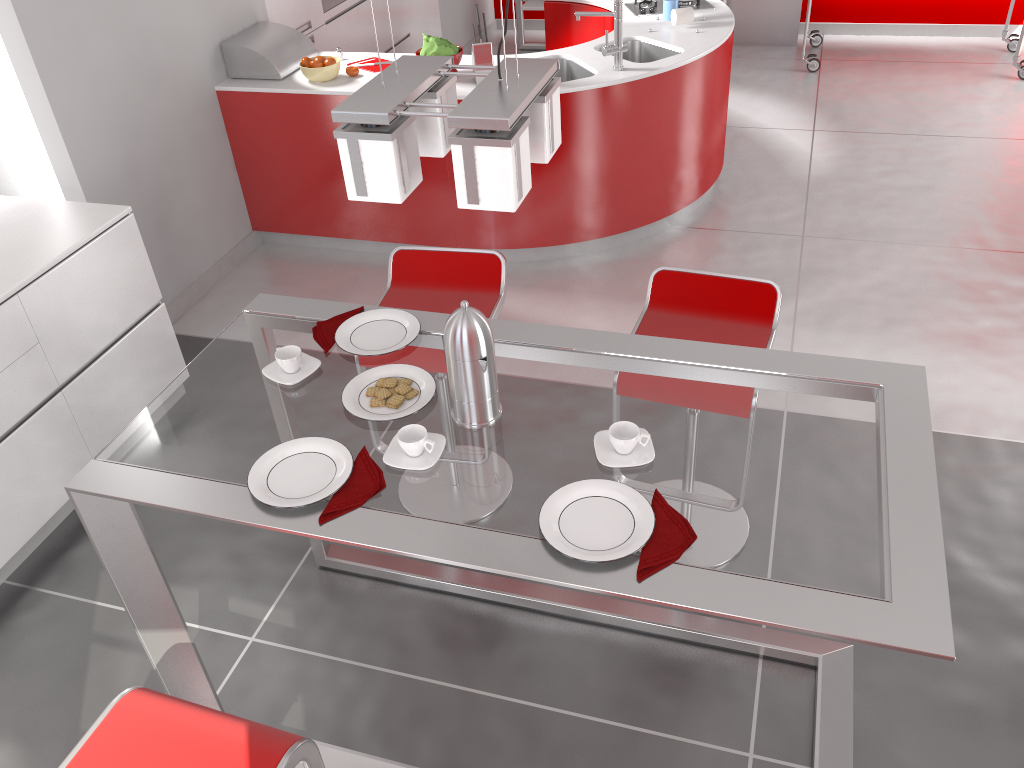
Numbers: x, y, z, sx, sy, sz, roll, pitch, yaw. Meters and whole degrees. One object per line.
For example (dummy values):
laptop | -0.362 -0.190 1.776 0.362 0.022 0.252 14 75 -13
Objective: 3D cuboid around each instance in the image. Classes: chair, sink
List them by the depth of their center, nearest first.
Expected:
chair | -0.616 0.975 1.741 0.418 0.857 0.460 9 38 18
chair | 0.567 0.121 2.769 0.418 0.857 0.460 11 39 20
chair | -0.228 0.014 3.003 0.418 0.857 0.460 4 37 12
sink | 0.211 -1.436 4.340 0.326 0.172 0.428 -16 38 -15
sink | 0.640 -1.594 4.506 0.326 0.172 0.428 -24 41 -25

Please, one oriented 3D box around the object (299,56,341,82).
object | -0.938 -1.543 4.365 0.201 0.086 0.201 8 38 17

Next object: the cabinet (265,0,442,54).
cabinet | -1.244 -2.676 5.784 0.614 2.026 2.398 7 38 16

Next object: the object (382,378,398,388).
object | -0.281 -0.003 2.046 0.034 0.006 0.036 0 37 7

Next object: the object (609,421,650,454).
object | 0.233 0.116 1.795 0.078 0.049 0.062 24 45 33

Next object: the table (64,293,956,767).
table | 0.029 0.489 2.208 1.700 1.000 0.800 7 38 16

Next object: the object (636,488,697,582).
object | 0.289 0.276 1.614 0.095 0.012 0.234 7 38 15

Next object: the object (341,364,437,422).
object | -0.279 0.022 2.019 0.217 0.015 0.217 -26 41 -26

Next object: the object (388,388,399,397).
object | -0.271 0.018 2.027 0.036 0.006 0.034 20 43 29

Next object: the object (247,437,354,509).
object | -0.432 0.183 1.818 0.217 0.015 0.217 -7 36 -4

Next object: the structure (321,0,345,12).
structure | -1.044 -2.626 5.349 0.050 0.589 0.599 7 38 16

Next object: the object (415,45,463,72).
object | -0.344 -1.543 4.270 0.229 0.118 0.228 -10 37 -7

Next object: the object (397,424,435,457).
object | -0.200 0.125 1.831 0.062 0.049 0.078 -24 40 -24

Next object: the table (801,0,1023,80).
table | 2.947 -2.709 6.497 1.627 0.682 0.749 8 38 17

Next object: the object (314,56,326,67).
object | -0.950 -1.595 4.387 0.066 0.049 0.062 5 37 13

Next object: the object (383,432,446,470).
object | -0.202 0.141 1.850 0.119 0.016 0.119 6 38 14

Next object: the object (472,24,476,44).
object | -0.167 -1.559 4.110 0.009 0.197 0.091 -10 37 -7

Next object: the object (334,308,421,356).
object | -0.336 -0.127 2.228 0.217 0.015 0.217 -26 41 -27

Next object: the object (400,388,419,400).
object | -0.232 0.021 2.017 0.034 0.006 0.036 23 44 32

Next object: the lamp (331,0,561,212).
lamp | -0.128 -0.795 1.285 0.304 1.025 0.304 7 38 16

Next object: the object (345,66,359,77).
object | -0.789 -1.544 4.383 0.065 0.047 0.063 7 38 16

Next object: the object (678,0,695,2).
object | 0.985 -2.270 4.990 0.189 0.185 0.218 -15 38 -14

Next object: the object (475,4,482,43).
object | -0.144 -1.579 4.112 0.014 0.322 0.150 -10 37 -7

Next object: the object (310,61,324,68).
object | -0.955 -1.559 4.337 0.065 0.052 0.062 -2 36 4

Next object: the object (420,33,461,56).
object | -0.337 -1.586 4.236 0.198 0.182 0.193 11 39 20

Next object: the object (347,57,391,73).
object | -0.700 -1.626 4.517 0.266 0.006 0.168 27 47 36

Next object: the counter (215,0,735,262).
counter | 0.035 -1.465 4.964 2.865 0.880 1.868 -28 42 -28

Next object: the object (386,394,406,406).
object | -0.260 0.035 1.991 0.034 0.006 0.036 16 41 25

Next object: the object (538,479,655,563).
object | 0.158 0.255 1.653 0.217 0.015 0.217 25 46 34

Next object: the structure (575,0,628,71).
structure | 0.448 -1.895 3.979 0.308 0.920 0.178 -21 39 -21

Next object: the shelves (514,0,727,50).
shelves | 0.790 -3.811 6.614 1.735 2.599 0.535 7 38 16

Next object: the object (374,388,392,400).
object | -0.293 0.022 2.013 0.034 0.006 0.036 -26 41 -26

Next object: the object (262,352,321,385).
object | -0.527 -0.035 2.126 0.119 0.016 0.119 21 44 31

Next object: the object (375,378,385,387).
object | -0.297 -0.003 2.057 0.036 0.006 0.034 7 38 16

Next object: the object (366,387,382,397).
object | -0.316 0.017 2.032 0.036 0.006 0.034 -3 36 3

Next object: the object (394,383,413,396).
object | -0.248 0.011 2.023 0.036 0.006 0.034 25 45 34

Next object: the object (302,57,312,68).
object | -1.005 -1.580 4.364 0.055 0.058 0.066 -2 36 4

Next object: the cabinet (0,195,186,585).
cabinet | -1.940 0.180 2.949 0.610 0.880 1.802 7 38 16

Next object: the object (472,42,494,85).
object | -0.135 -1.502 4.135 0.091 0.178 0.137 -9 36 -6

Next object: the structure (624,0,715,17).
structure | 0.894 -2.170 5.051 0.457 0.037 0.303 -8 36 -4

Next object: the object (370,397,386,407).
object | -0.302 0.040 2.000 0.036 0.006 0.034 -5 36 -1

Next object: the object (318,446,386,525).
object | -0.300 0.203 1.778 0.095 0.012 0.234 7 38 15

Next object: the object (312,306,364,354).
object | -0.466 -0.146 2.271 0.095 0.012 0.234 7 38 16

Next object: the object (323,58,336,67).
object | -0.895 -1.576 4.355 0.066 0.049 0.062 13 40 22

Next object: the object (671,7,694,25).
object | 0.892 -1.939 4.665 0.100 0.080 0.109 -11 37 -8

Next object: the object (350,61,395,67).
object | -0.643 -1.635 4.511 0.375 0.008 0.041 -7 36 -3

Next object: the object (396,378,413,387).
object | -0.252 -0.002 2.051 0.036 0.006 0.034 7 38 16

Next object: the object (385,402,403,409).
object | -0.263 0.042 1.992 0.034 0.006 0.036 10 39 19

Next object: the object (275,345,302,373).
object | -0.536 -0.056 2.114 0.078 0.049 0.062 7 38 16

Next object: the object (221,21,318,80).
object | -1.236 -1.717 4.551 0.300 0.170 0.400 7 38 16

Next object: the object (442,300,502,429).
object | -0.102 -0.055 1.874 0.149 0.287 0.113 13 40 22

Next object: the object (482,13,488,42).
object | -0.114 -1.566 4.117 0.012 0.279 0.130 -10 37 -7

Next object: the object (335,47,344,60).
object | -0.900 -1.719 4.614 0.043 0.066 0.042 16 41 26

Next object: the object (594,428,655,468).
object | 0.229 0.133 1.813 0.119 0.016 0.119 -5 36 0

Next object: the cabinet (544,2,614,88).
cabinet | -0.212 -1.548 5.051 1.875 0.761 1.025 -20 39 -20

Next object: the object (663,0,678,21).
object | 0.846 -2.016 4.760 0.080 0.100 0.109 -9 36 -6
